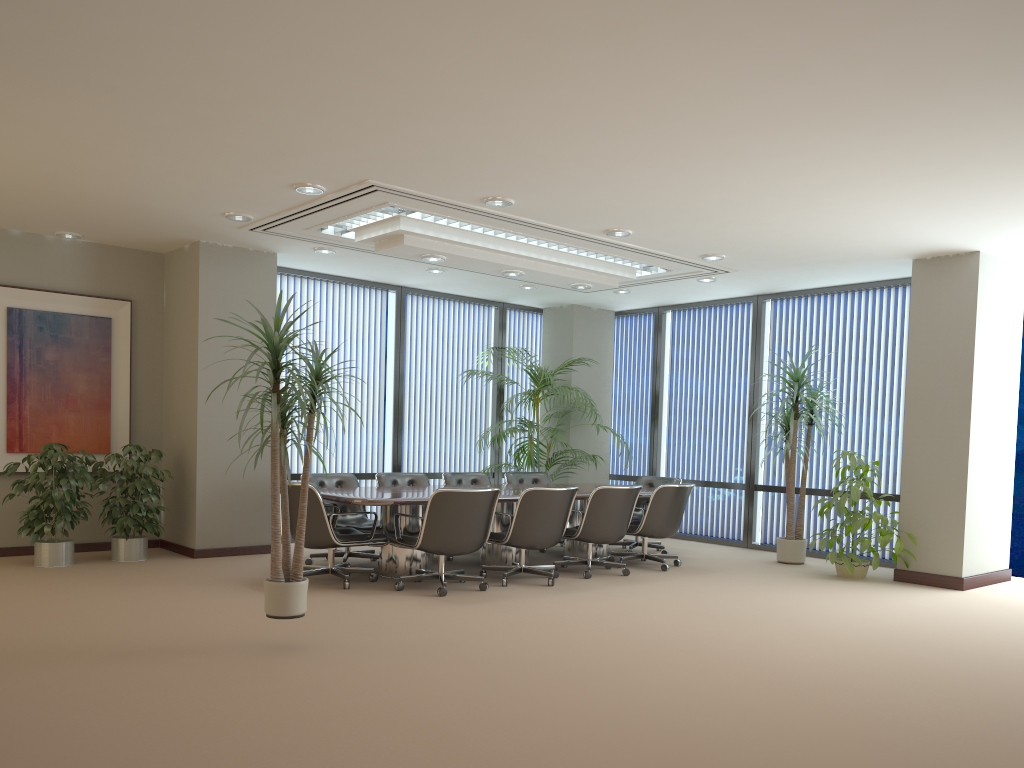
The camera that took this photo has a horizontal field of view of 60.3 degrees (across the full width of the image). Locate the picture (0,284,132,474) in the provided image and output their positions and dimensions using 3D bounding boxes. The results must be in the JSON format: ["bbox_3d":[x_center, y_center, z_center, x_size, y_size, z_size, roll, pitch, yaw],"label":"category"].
[{"bbox_3d":[-4.339,-0.006,8.476,1.297,1.753,0.058,1,2,-41],"label":"picture"}]

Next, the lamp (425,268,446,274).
[{"bbox_3d":[-0.825,-1.219,9.534,0.225,0.035,0.225,3,-3,-17],"label":"lamp"}]

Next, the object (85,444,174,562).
[{"bbox_3d":[-3.623,1.112,8.348,0.736,1.097,0.796,2,1,-9],"label":"object"}]

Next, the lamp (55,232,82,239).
[{"bbox_3d":[-4.170,-1.393,8.292,0.225,0.035,0.225,4,-4,-30],"label":"lamp"}]

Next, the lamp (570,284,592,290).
[{"bbox_3d":[0.720,-1.007,9.162,0.225,0.035,0.225,3,-3,-17],"label":"lamp"}]

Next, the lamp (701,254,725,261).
[{"bbox_3d":[1.919,-1.202,8.415,0.225,0.035,0.225,3,-3,-17],"label":"lamp"}]

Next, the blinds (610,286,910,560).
[{"bbox_3d":[2.746,0.473,10.926,0.050,2.916,4.921,-1,0,-41],"label":"blinds"}]

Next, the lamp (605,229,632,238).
[{"bbox_3d":[0.909,-1.284,7.539,0.225,0.035,0.225,3,-3,-17],"label":"lamp"}]

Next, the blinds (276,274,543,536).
[{"bbox_3d":[-0.994,0.377,11.207,4.901,2.918,0.031,3,1,-41],"label":"blinds"}]

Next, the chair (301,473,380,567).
[{"bbox_3d":[-1.577,1.295,8.433,0.850,0.861,0.759,1,0,44],"label":"chair"}]

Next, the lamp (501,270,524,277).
[{"bbox_3d":[0.006,-1.065,8.542,0.225,0.035,0.225,3,-3,-17],"label":"lamp"}]

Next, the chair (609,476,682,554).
[{"bbox_3d":[1.465,1.478,9.963,0.853,0.862,0.757,2,0,-41],"label":"chair"}]

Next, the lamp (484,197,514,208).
[{"bbox_3d":[-0.100,-1.366,6.662,0.225,0.035,0.225,-1,-4,39],"label":"lamp"}]

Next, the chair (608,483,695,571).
[{"bbox_3d":[1.372,1.411,8.886,0.850,0.862,0.735,1,0,44],"label":"chair"}]

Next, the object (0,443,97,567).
[{"bbox_3d":[-4.060,1.072,7.883,0.796,1.097,0.736,2,1,31],"label":"object"}]

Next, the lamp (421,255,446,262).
[{"bbox_3d":[-0.707,-1.123,7.923,0.225,0.035,0.225,3,-4,-24],"label":"lamp"}]

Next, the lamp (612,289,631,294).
[{"bbox_3d":[1.309,-1.098,10.499,0.225,0.035,0.225,4,-4,-30],"label":"lamp"}]

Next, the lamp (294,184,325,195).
[{"bbox_3d":[-1.481,-1.420,6.451,0.225,0.035,0.225,4,-4,-37],"label":"lamp"}]

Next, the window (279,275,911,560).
[{"bbox_3d":[0.906,0.434,11.095,7.369,2.923,3.530,2,-1,4],"label":"window"}]

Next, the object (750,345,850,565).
[{"bbox_3d":[3.032,0.769,9.391,1.015,2.322,1.030,3,2,24],"label":"object"}]

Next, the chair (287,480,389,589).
[{"bbox_3d":[-1.534,1.234,7.360,0.853,0.862,0.757,2,0,-41],"label":"chair"}]

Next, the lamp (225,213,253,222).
[{"bbox_3d":[-2.286,-1.390,7.378,0.225,0.035,0.225,3,-4,-24],"label":"lamp"}]

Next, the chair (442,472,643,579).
[{"bbox_3d":[0.228,1.380,8.946,0.759,0.860,2.523,2,-2,-41],"label":"chair"}]

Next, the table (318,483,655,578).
[{"bbox_3d":[-0.066,1.409,8.680,4.075,0.751,1.504,4,-3,-41],"label":"table"}]

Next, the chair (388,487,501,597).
[{"bbox_3d":[-0.559,1.254,7.215,0.754,0.861,0.855,2,0,-37],"label":"chair"}]

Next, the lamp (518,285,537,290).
[{"bbox_3d":[0.185,-1.137,10.410,0.225,0.035,0.225,3,-3,-17],"label":"lamp"}]

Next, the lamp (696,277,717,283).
[{"bbox_3d":[2.114,-1.128,9.572,0.225,0.035,0.225,-1,-4,39],"label":"lamp"}]

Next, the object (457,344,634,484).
[{"bbox_3d":[0.341,0.700,11.199,2.168,2.487,2.083,2,0,-20],"label":"object"}]

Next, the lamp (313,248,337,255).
[{"bbox_3d":[-1.834,-1.301,8.657,0.225,0.035,0.225,3,-4,-24],"label":"lamp"}]

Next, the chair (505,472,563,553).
[{"bbox_3d":[0.347,1.452,10.101,0.759,0.861,0.850,2,0,-36],"label":"chair"}]

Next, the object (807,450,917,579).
[{"bbox_3d":[3.382,1.303,8.540,0.978,1.317,0.855,2,1,20],"label":"object"}]

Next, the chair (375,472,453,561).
[{"bbox_3d":[-0.962,1.349,9.021,0.759,0.861,0.850,2,0,-41],"label":"chair"}]

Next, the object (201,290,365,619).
[{"bbox_3d":[-1.293,0.424,5.037,0.804,1.839,0.816,3,2,24],"label":"object"}]

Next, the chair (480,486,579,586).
[{"bbox_3d":[0.135,1.307,7.759,0.759,0.861,0.850,2,0,-41],"label":"chair"}]
